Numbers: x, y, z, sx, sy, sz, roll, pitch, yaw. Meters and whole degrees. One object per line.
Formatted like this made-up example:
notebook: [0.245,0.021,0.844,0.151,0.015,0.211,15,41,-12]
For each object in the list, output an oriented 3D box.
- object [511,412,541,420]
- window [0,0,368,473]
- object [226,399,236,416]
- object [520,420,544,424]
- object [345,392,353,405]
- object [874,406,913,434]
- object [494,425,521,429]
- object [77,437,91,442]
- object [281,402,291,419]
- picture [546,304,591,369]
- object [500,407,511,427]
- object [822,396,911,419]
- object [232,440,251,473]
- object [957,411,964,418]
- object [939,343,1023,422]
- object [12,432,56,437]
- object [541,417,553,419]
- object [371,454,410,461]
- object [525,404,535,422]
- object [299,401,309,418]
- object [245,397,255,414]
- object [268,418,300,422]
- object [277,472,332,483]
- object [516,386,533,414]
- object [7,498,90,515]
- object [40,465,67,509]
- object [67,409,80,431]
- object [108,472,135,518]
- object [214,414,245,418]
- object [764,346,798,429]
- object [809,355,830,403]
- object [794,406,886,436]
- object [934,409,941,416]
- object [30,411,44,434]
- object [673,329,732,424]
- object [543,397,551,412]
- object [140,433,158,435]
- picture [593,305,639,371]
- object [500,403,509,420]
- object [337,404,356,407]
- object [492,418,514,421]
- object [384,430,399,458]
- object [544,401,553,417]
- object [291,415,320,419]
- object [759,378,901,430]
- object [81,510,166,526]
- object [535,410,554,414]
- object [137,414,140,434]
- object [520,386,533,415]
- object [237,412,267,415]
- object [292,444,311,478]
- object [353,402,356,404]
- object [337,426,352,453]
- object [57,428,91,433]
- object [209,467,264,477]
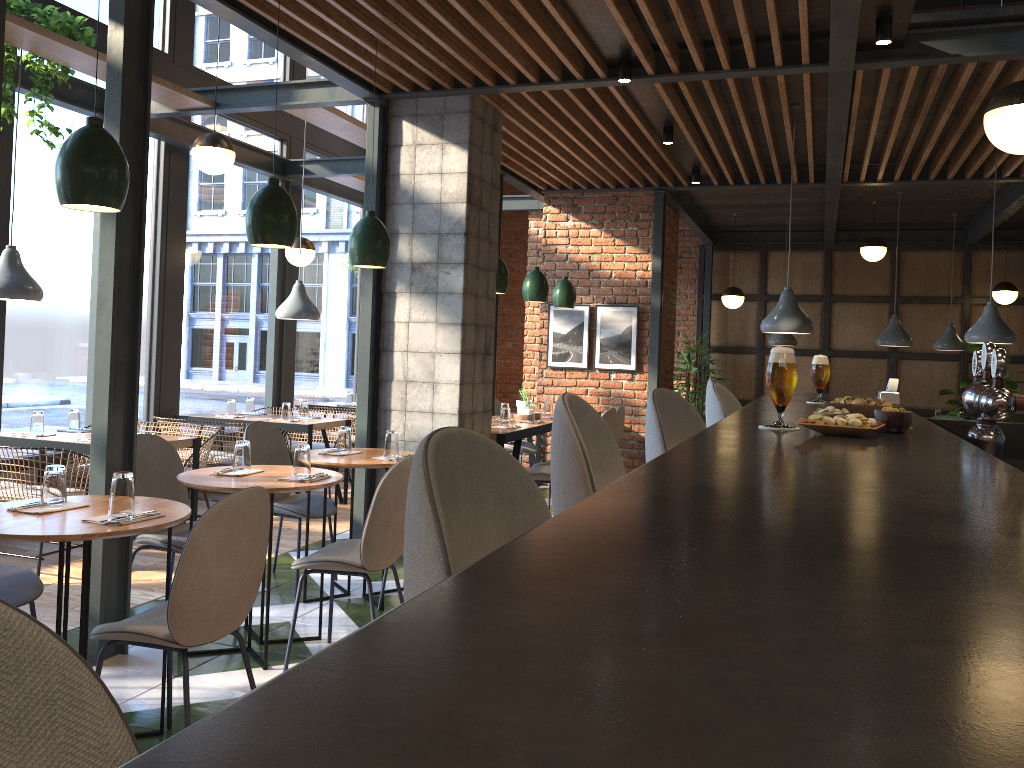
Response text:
object: [0.114,0.271,7.412,0.251,0.046,0.253,2,2,-7]
window: [-3.088,-2.226,6.536,0.127,5.600,8.718,2,1,19]
object: [-2.309,0.194,7.291,0.080,0.138,0.080,2,0,-6]
object: [0.160,0.298,7.086,0.157,0.019,0.242,3,2,19]
object: [-1.672,0.150,9.120,0.080,0.138,0.080,2,0,-39]
object: [0.857,0.080,1.989,0.078,0.060,0.108,3,2,27]
object: [-0.034,0.312,6.534,0.157,0.019,0.242,3,2,19]
object: [-2.473,0.329,5.295,0.243,0.019,0.157,3,2,18]
object: [-1.814,0.219,7.117,0.080,0.138,0.080,2,0,21]
picture: [0.555,-0.471,8.757,0.430,0.631,0.015,2,-1,19]
object: [-0.047,0.244,6.562,0.080,0.138,0.080,2,0,43]
object: [0.865,0.067,2.162,0.168,0.073,0.168,3,2,39]
object: [-1.193,0.319,3.916,0.080,0.138,0.080,2,0,29]
object: [5.098,0.380,10.063,0.080,0.138,0.080,2,0,27]
object: [5.695,0.245,10.655,1.058,1.795,0.721,2,0,30]
object: [-2.952,0.305,5.457,0.243,0.019,0.157,3,2,22]
object: [0.332,0.284,7.628,0.157,0.019,0.242,3,2,19]
object: [-0.622,0.380,4.623,0.157,0.019,0.242,3,2,24]
object: [0.148,0.231,7.115,0.080,0.138,0.080,2,0,-17]
object: [-1.742,0.210,7.422,0.080,0.138,0.080,2,0,-6]
object: [-2.246,0.185,7.599,0.080,0.138,0.080,2,0,22]
object: [-1.835,0.285,7.098,0.243,0.019,0.157,3,2,18]
object: [-0.898,0.400,3.823,0.157,0.019,0.242,3,2,16]
object: [0.106,0.152,7.466,0.146,0.276,0.146,2,0,0]
object: [-1.550,0.407,2.984,0.157,0.019,0.242,3,2,23]
object: [-1.531,0.342,2.965,0.080,0.138,0.080,2,0,6]
object: [-2.843,0.232,5.750,0.080,0.138,0.080,2,0,-7]
object: [-1.261,0.356,2.866,0.080,0.138,0.080,2,0,-34]
object: [-2.327,0.261,7.272,0.243,0.019,0.157,3,2,21]
object: [0.607,0.006,1.998,0.070,0.183,0.070,2,0,40]
object: [1.150,-0.021,3.308,0.070,0.178,0.070,2,0,23]
object: [0.728,0.081,1.936,0.164,0.052,0.291,3,2,28]
object: [4.959,0.366,10.315,0.080,0.138,0.080,2,0,-3]
object: [-2.934,0.239,5.476,0.080,0.138,0.080,2,0,-15]
object: [2.430,0.121,11.769,0.978,1.723,0.914,2,0,-15]
object: [0.330,0.196,8.237,0.080,0.138,0.080,2,0,41]
object: [-2.359,0.322,5.593,0.243,0.019,0.157,3,2,21]
picture: [1.008,-0.449,8.598,0.430,0.631,0.015,2,-1,19]
object: [-0.058,0.222,7.141,0.080,0.138,0.080,2,0,43]
object: [-1.689,0.216,9.100,0.243,0.019,0.157,3,2,18]
object: [-0.075,0.287,7.168,0.157,0.019,0.242,3,2,19]
object: [-0.632,0.312,4.652,0.080,0.138,0.080,2,0,-13]
object: [0.319,0.217,7.657,0.080,0.138,0.080,2,0,-7]
object: [-1.716,0.277,7.435,0.243,0.019,0.157,3,2,21]
object: [0.984,0.039,2.608,0.322,0.106,1.509,3,2,22]
object: [-1.250,0.424,2.837,0.157,0.019,0.242,3,2,23]
object: [0.312,0.260,8.263,0.157,0.019,0.242,3,2,18]
object: [-2.385,0.255,5.579,0.080,0.138,0.080,2,0,-6]
object: [0.130,0.155,7.342,0.115,0.282,0.127,2,0,15]
object: [-2.221,0.252,7.613,0.243,0.019,0.157,3,2,19]
object: [-0.912,0.332,3.851,0.080,0.138,0.080,2,0,-31]
object: [-1.593,0.207,9.420,0.243,0.019,0.157,3,2,20]
object: [-0.899,0.299,4.758,0.080,0.138,0.080,2,0,-3]
object: [-2.818,0.299,5.764,0.243,0.019,0.157,3,2,20]
object: [-1.214,0.384,3.934,0.157,0.019,0.242,3,2,16]
